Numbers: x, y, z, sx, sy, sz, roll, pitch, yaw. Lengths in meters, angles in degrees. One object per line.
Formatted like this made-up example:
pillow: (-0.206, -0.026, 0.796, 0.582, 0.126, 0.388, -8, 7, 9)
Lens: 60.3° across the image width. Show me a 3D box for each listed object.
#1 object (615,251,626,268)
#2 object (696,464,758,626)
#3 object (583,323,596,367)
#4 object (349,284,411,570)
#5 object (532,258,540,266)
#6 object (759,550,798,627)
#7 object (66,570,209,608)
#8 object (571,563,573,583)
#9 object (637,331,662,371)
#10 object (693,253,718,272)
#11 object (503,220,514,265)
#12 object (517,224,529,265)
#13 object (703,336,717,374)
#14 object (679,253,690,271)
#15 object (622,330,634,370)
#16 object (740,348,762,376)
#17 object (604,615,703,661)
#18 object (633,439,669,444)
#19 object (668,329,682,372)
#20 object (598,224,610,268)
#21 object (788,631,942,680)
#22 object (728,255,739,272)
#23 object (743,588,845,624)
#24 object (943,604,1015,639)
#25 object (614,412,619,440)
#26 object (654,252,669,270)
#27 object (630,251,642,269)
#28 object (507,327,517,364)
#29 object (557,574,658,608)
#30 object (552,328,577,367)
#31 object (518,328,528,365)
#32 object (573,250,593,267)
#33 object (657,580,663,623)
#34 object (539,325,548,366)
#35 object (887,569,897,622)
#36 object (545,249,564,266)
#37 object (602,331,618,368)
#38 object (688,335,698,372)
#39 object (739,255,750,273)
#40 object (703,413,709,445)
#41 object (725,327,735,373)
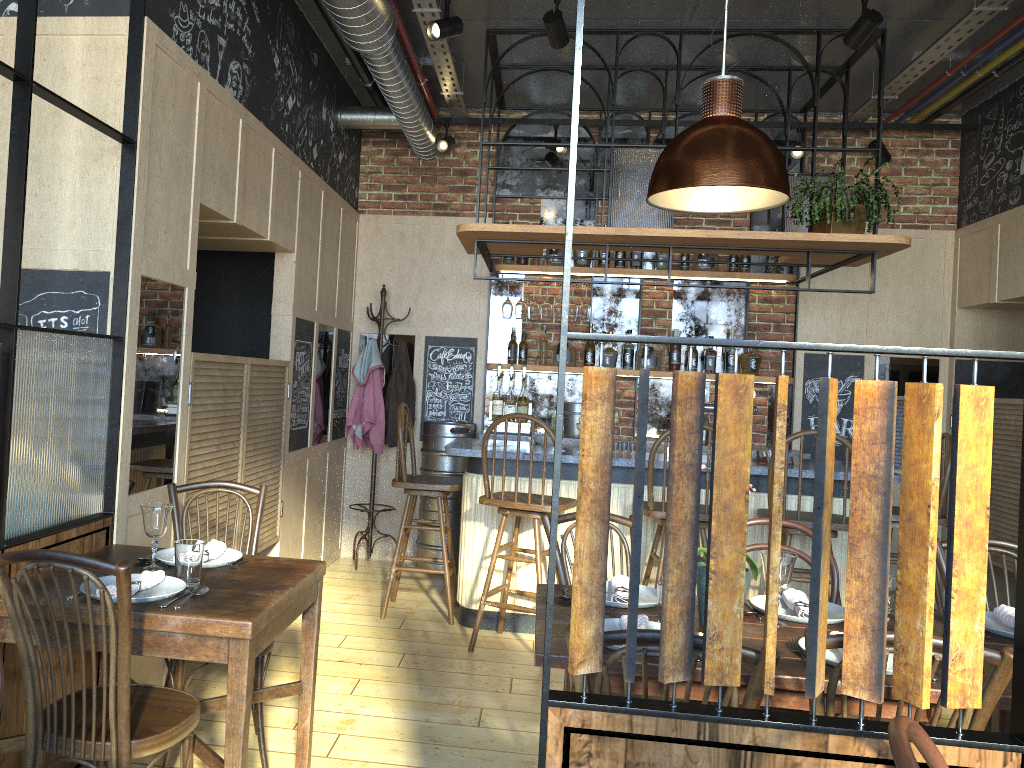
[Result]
object: (0.770, -0.948, 6.231, 0.077, 0.284, 0.075, 3, -1, 6)
object: (0.564, 0.427, 2.348, 0.154, 0.427, 0.192, 2, -1, 38)
object: (0.550, -0.270, 6.204, 0.079, 0.318, 0.082, 3, -1, -15)
object: (-0.980, 0.283, 6.232, 0.360, 1.990, 0.345, 2, -1, 27)
object: (0.179, -0.981, 6.286, 0.058, 0.288, 0.053, 2, -1, 43)
object: (0.715, 0.552, 2.377, 0.094, 0.192, 0.103, 4, -1, -38)
object: (-0.987, 0.535, 2.338, 0.330, 0.051, 0.265, 3, 0, 9)
object: (0.204, 0.560, 2.436, 0.082, 0.119, 0.087, 3, -1, -20)
object: (0.959, -0.231, 6.137, 0.173, 0.283, 0.119, 3, -1, 19)
object: (1.350, -0.918, 6.133, 0.173, 0.283, 0.119, 3, -1, 19)
object: (-0.017, -1.012, 6.314, 0.078, 0.330, 0.073, 2, -1, 28)
object: (0.082, -0.993, 6.318, 0.088, 0.303, 0.084, 3, -1, 15)
object: (1.370, -0.199, 6.088, 0.078, 0.263, 0.078, 3, -1, 6)
object: (1.211, -0.915, 6.160, 0.066, 0.263, 0.065, 3, -1, 4)
object: (0.818, -0.239, 6.176, 0.077, 0.284, 0.075, 3, -1, 6)
object: (1.637, -0.172, 6.042, 0.142, 0.235, 0.090, 3, -1, -8)
object: (0.324, 0.603, 2.126, 0.330, 0.051, 0.265, 3, 0, 9)
object: (0.998, 0.395, 6.069, 0.324, 0.019, 0.231, 3, 0, 14)
object: (1.136, -0.232, 6.133, 0.089, 0.303, 0.083, 2, -1, 24)
object: (0.656, -0.972, 6.239, 0.079, 0.318, 0.082, 3, -1, -15)
object: (0.837, 0.629, 2.072, 0.330, 0.051, 0.265, 3, 0, 9)
object: (1.539, -0.898, 6.118, 0.066, 0.263, 0.066, 3, -1, -2)
object: (0.797, 0.627, 2.492, 0.330, 0.051, 0.265, 3, 0, 9)
object: (1.382, 0.657, 2.418, 0.330, 0.051, 0.265, 3, 0, 9)
object: (0.694, 0.290, 6.151, 0.110, 0.197, 0.101, 2, -1, 33)
object: (1.057, -0.924, 6.169, 0.118, 0.265, 0.115, 3, -1, 6)
object: (0.875, -0.932, 6.198, 0.078, 0.263, 0.078, 3, -1, 6)
object: (0.005, -0.271, 6.266, 0.068, 0.263, 0.063, 2, -1, 27)
object: (0.298, 0.601, 2.561, 0.330, 0.051, 0.265, 3, 0, 9)
object: (0.372, -0.262, 6.210, 0.173, 0.283, 0.119, 3, -1, 19)
object: (0.082, -0.267, 6.256, 0.065, 0.263, 0.067, 3, -1, -8)
object: (0.502, -0.938, 6.238, 0.146, 0.235, 0.087, 3, -1, 11)
object: (0.413, 0.572, 2.257, 0.081, 0.119, 0.088, 3, -1, -33)
object: (0.226, -0.271, 6.230, 0.058, 0.288, 0.053, 2, -1, 43)
object: (0.926, 0.563, 2.192, 0.102, 0.192, 0.094, 2, -1, 25)
object: (0.325, -0.971, 6.265, 0.173, 0.283, 0.119, 3, -1, 19)
object: (0.684, -0.236, 6.169, 0.118, 0.265, 0.115, 3, -1, 6)
object: (1.256, -0.206, 6.105, 0.064, 0.263, 0.067, 3, -1, -14)
object: (1.615, -0.895, 6.108, 0.065, 0.263, 0.067, 3, -1, -8)
object: (1.129, 0.267, 6.075, 0.497, 0.288, 0.087, 3, -1, 8)
object: (1.518, -0.226, 6.089, 0.078, 0.330, 0.073, 2, -1, 28)
